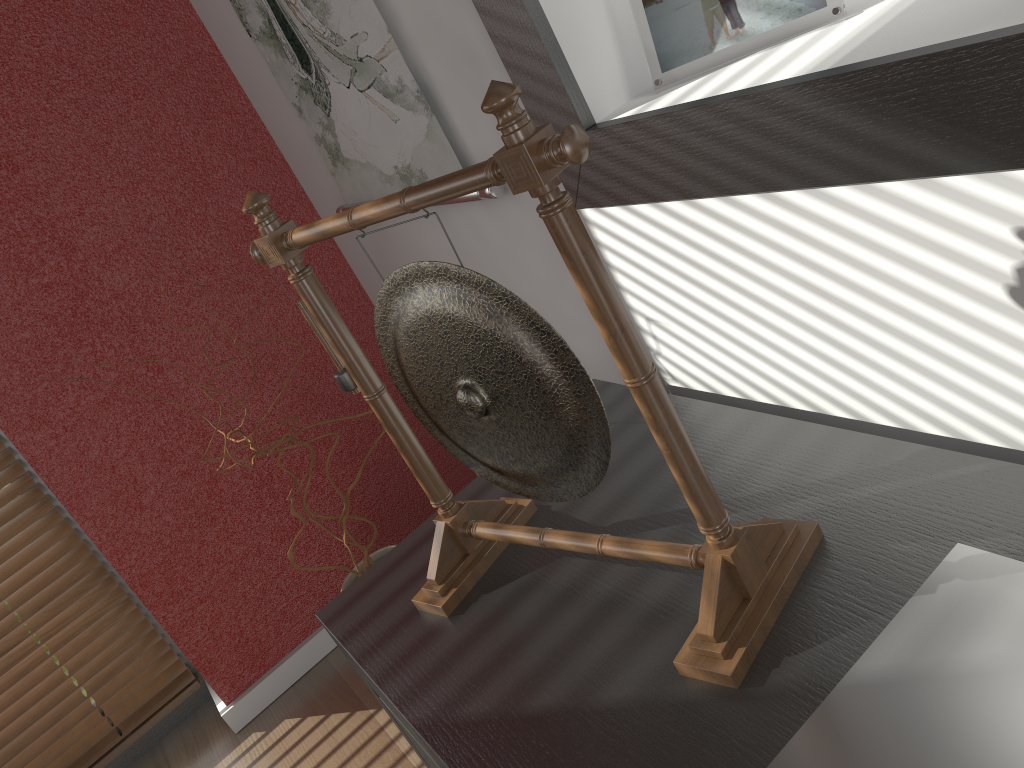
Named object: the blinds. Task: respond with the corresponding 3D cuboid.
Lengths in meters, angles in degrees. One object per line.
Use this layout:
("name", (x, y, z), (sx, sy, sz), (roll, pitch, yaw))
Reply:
("blinds", (-2.999, 1.339, 1.142), (4.724, 1.984, 0.032), (-37, 23, -20))

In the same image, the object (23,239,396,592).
("object", (-0.383, 0.307, 1.725), (0.366, 1.052, 0.413), (-11, 29, 40))

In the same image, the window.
("window", (-1.622, 0.229, 1.850), (0.868, 1.924, 0.020), (-39, 24, -20))

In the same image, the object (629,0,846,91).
("object", (0.215, -0.353, 0.941), (0.227, 0.148, 0.040), (-8, 31, 44))

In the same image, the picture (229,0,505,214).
("picture", (-0.489, -0.747, 1.397), (0.027, 1.291, 0.706), (-39, 23, -20))

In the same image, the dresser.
("dresser", (0.501, 0.515, 0.643), (0.527, 0.618, 1.752), (-38, 22, -20))

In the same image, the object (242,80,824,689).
("object", (-0.021, 0.039, 0.863), (0.494, 0.506, 0.168), (-4, 34, 49))
